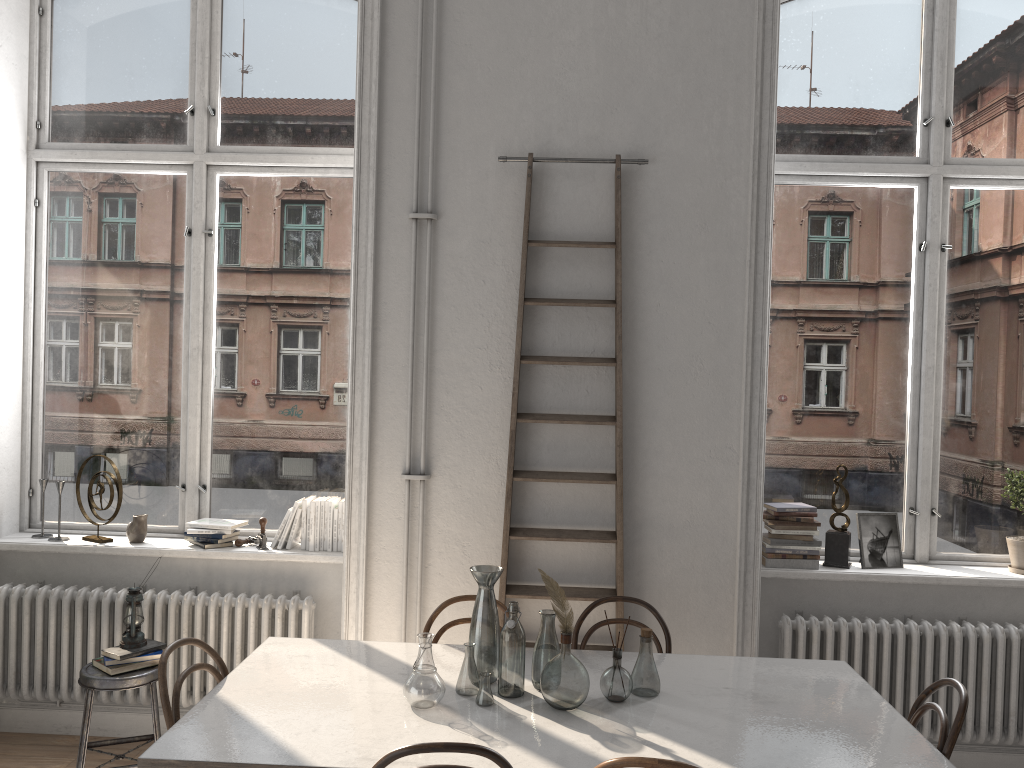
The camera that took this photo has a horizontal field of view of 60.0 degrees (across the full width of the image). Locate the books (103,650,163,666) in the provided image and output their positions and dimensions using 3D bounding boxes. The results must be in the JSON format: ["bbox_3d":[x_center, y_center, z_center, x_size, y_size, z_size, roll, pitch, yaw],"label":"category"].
[{"bbox_3d":[-1.639,1.171,3.840,0.232,0.029,0.162,1,1,-27],"label":"books"}]

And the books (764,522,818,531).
[{"bbox_3d":[1.338,0.678,4.258,0.205,0.022,0.155,2,0,-3],"label":"books"}]

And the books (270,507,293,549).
[{"bbox_3d":[-1.120,0.703,4.377,0.105,0.194,0.155,2,1,1],"label":"books"}]

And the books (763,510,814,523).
[{"bbox_3d":[1.326,0.636,4.259,0.231,0.023,0.162,2,0,18],"label":"books"}]

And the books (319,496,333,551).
[{"bbox_3d":[-0.917,0.686,4.381,0.019,0.244,0.174,2,1,2],"label":"books"}]

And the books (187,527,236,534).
[{"bbox_3d":[-1.474,0.715,4.361,0.205,0.020,0.155,2,0,-8],"label":"books"}]

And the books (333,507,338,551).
[{"bbox_3d":[-0.853,0.707,4.363,0.020,0.205,0.155,2,1,2],"label":"books"}]

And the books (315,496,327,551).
[{"bbox_3d":[-0.937,0.685,4.365,0.019,0.244,0.174,2,1,2],"label":"books"}]

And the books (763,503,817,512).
[{"bbox_3d":[1.336,0.593,4.267,0.201,0.024,0.159,2,0,-8],"label":"books"}]

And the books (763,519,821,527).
[{"bbox_3d":[1.334,0.657,4.259,0.244,0.019,0.174,2,0,2],"label":"books"}]

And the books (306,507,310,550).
[{"bbox_3d":[-0.982,0.703,4.368,0.020,0.205,0.155,2,1,2],"label":"books"}]

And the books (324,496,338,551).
[{"bbox_3d":[-0.895,0.687,4.385,0.024,0.243,0.175,2,1,2],"label":"books"}]

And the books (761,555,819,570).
[{"bbox_3d":[1.317,0.843,4.251,0.248,0.043,0.192,2,0,2],"label":"books"}]

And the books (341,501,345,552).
[{"bbox_3d":[-0.804,0.690,4.361,0.024,0.243,0.175,2,1,2],"label":"books"}]

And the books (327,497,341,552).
[{"bbox_3d":[-0.875,0.687,4.362,0.019,0.244,0.174,2,1,2],"label":"books"}]

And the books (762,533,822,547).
[{"bbox_3d":[1.332,0.748,4.264,0.245,0.028,0.193,2,0,-3],"label":"books"}]

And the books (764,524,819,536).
[{"bbox_3d":[1.341,0.700,4.264,0.222,0.024,0.158,2,0,2],"label":"books"}]

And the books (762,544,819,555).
[{"bbox_3d":[1.321,0.788,4.249,0.249,0.023,0.175,2,0,3],"label":"books"}]

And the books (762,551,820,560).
[{"bbox_3d":[1.320,0.811,4.249,0.249,0.023,0.175,2,0,-2],"label":"books"}]

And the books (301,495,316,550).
[{"bbox_3d":[-1.006,0.683,4.390,0.024,0.243,0.175,2,1,2],"label":"books"}]

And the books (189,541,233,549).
[{"bbox_3d":[-1.486,0.780,4.379,0.147,0.023,0.221,1,1,-39],"label":"books"}]

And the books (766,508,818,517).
[{"bbox_3d":[1.340,0.614,4.258,0.205,0.020,0.155,2,0,2],"label":"books"}]

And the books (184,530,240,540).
[{"bbox_3d":[-1.477,0.736,4.373,0.221,0.023,0.147,2,0,18],"label":"books"}]

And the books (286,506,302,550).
[{"bbox_3d":[-1.055,0.702,4.371,0.072,0.203,0.155,2,1,2],"label":"books"}]

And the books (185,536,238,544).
[{"bbox_3d":[-1.479,0.758,4.375,0.205,0.022,0.155,2,0,22],"label":"books"}]

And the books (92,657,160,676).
[{"bbox_3d":[-1.652,1.197,3.838,0.194,0.034,0.246,2,1,43],"label":"books"}]

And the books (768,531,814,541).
[{"bbox_3d":[1.337,0.723,4.259,0.205,0.022,0.155,2,0,16],"label":"books"}]

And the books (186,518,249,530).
[{"bbox_3d":[-1.453,0.690,4.380,0.243,0.019,0.174,2,0,12],"label":"books"}]

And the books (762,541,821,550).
[{"bbox_3d":[1.332,0.769,4.263,0.255,0.014,0.192,2,0,5],"label":"books"}]

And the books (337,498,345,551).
[{"bbox_3d":[-0.829,0.689,4.382,0.024,0.243,0.175,2,1,2],"label":"books"}]

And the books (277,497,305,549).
[{"bbox_3d":[-1.080,0.684,4.371,0.100,0.235,0.174,2,1,2],"label":"books"}]

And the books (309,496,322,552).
[{"bbox_3d":[-0.960,0.685,4.357,0.024,0.243,0.175,2,1,2],"label":"books"}]
